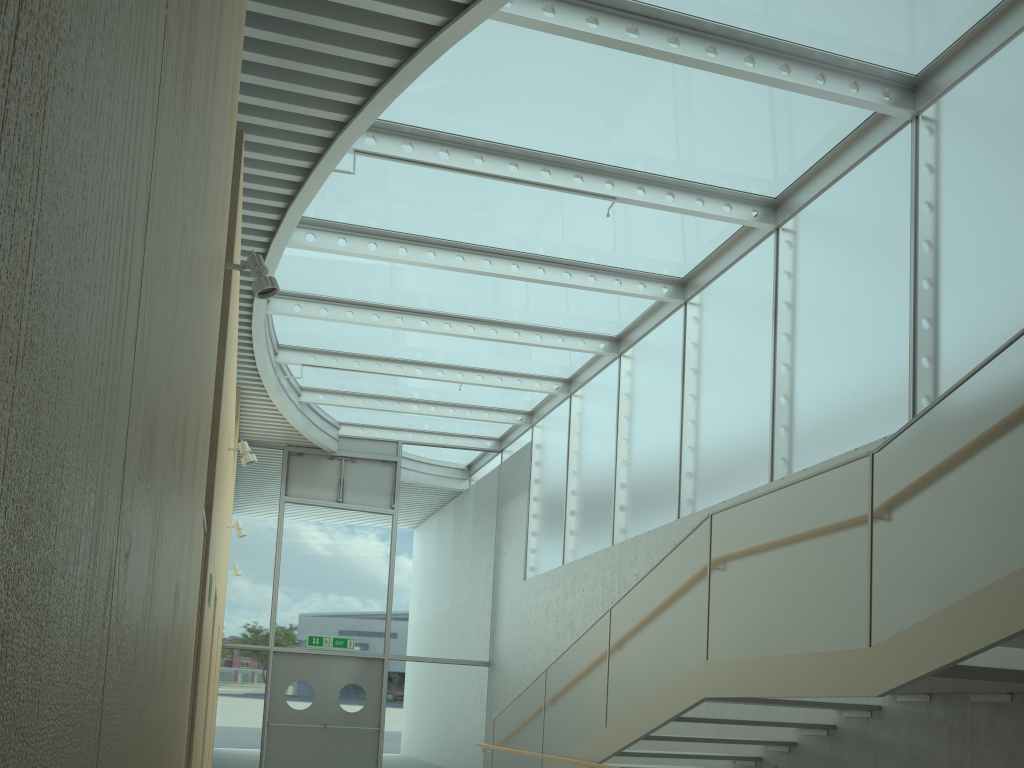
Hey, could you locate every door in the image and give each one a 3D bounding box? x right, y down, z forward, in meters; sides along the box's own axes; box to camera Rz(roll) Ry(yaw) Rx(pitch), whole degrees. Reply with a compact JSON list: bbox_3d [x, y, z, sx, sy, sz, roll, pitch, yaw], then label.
[{"bbox_3d":[-3.235,5.744,14.741,1.942,2.037,0.179,7,-6,-18],"label":"door"}]

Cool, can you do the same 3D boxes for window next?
[{"bbox_3d":[-2.590,3.888,15.112,4.906,6.079,0.112,7,-6,-18],"label":"window"},{"bbox_3d":[-0.608,1.731,9.898,4.828,6.007,16.596,6,-19,-17],"label":"window"},{"bbox_3d":[1.528,0.596,10.721,0.030,2.632,16.414,5,-20,-17],"label":"window"}]

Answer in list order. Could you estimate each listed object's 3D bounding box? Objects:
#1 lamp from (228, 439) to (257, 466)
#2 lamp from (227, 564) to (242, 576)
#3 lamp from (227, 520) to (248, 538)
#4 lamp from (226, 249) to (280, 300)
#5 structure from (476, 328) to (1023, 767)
[{"bbox_3d":[-2.084,0.528,6.576,0.239,0.189,0.143,14,-16,-36],"label":"lamp"},{"bbox_3d":[-4.082,2.732,12.508,0.239,0.189,0.143,14,-16,-36],"label":"lamp"},{"bbox_3d":[-3.080,1.626,9.532,0.239,0.189,0.143,14,-16,-36],"label":"lamp"},{"bbox_3d":[-1.153,-0.499,3.812,0.239,0.189,0.143,14,-16,-36],"label":"lamp"},{"bbox_3d":[2.498,1.314,4.660,1.901,4.036,13.225,5,-20,-17],"label":"structure"}]
